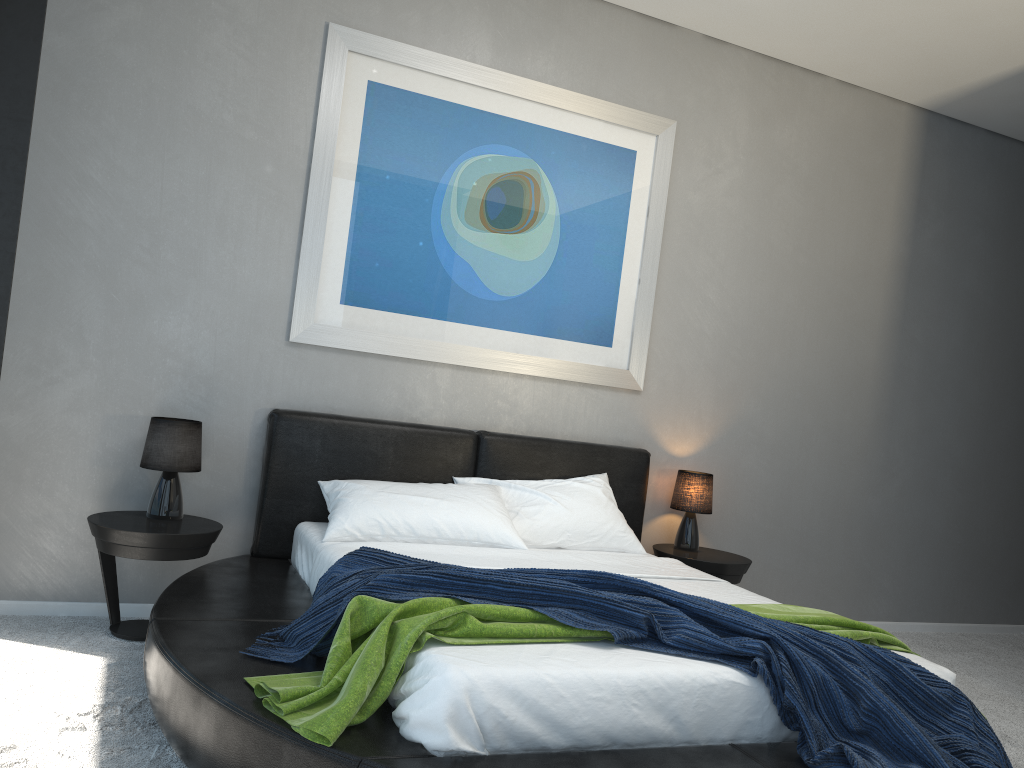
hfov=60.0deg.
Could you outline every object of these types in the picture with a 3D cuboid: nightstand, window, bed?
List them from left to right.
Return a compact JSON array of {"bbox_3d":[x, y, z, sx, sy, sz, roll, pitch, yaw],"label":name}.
[{"bbox_3d":[-1.418,0.757,3.474,0.497,0.440,0.496,7,-1,-12],"label":"nightstand"},{"bbox_3d":[-0.600,-0.505,4.181,3.600,3.183,9.714,7,-1,-23],"label":"window"},{"bbox_3d":[0.248,0.715,3.062,2.758,0.933,2.614,8,-1,-23],"label":"bed"},{"bbox_3d":[0.933,1.076,4.490,0.496,0.440,0.497,7,-1,6],"label":"nightstand"}]

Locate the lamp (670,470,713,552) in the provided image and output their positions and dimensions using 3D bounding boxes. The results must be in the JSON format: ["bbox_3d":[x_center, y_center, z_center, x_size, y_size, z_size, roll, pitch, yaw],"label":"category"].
[{"bbox_3d":[0.921,0.652,4.565,0.209,0.400,0.219,7,0,-42],"label":"lamp"}]

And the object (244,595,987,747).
[{"bbox_3d":[0.419,0.802,2.624,2.304,0.342,0.645,8,-1,-24],"label":"object"}]

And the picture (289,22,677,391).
[{"bbox_3d":[-0.065,-0.770,4.226,1.802,1.400,0.025,7,0,-23],"label":"picture"}]

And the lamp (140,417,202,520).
[{"bbox_3d":[-1.376,0.342,3.578,0.219,0.400,0.242,7,0,36],"label":"lamp"}]

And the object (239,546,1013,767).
[{"bbox_3d":[0.303,0.843,2.471,2.152,0.568,0.686,7,-1,19],"label":"object"}]
